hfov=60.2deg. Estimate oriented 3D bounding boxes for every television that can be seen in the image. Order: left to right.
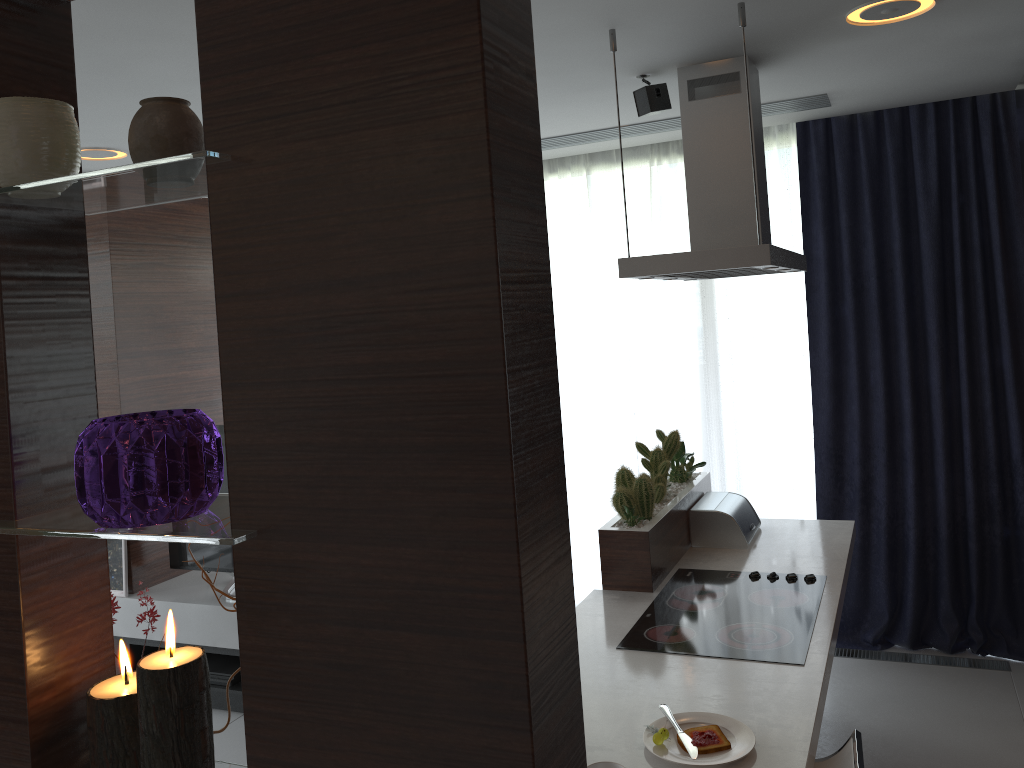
[{"bbox_3d":[-1.137,0.578,4.139,1.227,0.786,0.298,-3,1,24],"label":"television"}]

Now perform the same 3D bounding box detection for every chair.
[{"bbox_3d":[0.517,1.164,1.844,0.463,0.740,0.397,-4,1,19],"label":"chair"}]

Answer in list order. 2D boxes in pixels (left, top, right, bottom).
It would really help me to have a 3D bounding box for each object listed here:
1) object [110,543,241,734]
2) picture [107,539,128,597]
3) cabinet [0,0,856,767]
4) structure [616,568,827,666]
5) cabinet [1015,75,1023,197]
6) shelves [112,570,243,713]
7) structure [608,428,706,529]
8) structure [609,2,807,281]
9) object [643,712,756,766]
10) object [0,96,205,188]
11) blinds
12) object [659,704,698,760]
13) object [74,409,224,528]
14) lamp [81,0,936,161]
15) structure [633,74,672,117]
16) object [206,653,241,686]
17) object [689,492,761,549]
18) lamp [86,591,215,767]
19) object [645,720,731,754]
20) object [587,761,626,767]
[{"bbox_3d":[-0.438,0.528,1.174,0.387,0.734,0.198,-4,0,5],"label":"object"},{"bbox_3d":[-2.084,0.674,4.338,0.499,0.700,0.053,-4,0,24],"label":"picture"},{"bbox_3d":[0.353,0.234,2.301,0.784,2.549,3.349,-4,2,24],"label":"cabinet"},{"bbox_3d":[0.675,0.703,2.719,0.503,0.057,0.767,-2,5,24],"label":"structure"},{"bbox_3d":[1.914,0.128,2.180,0.704,2.551,3.493,-4,2,24],"label":"cabinet"},{"bbox_3d":[-1.428,1.216,4.505,2.344,0.499,0.877,-2,4,24],"label":"shelves"},{"bbox_3d":[0.567,0.321,3.447,0.222,0.286,1.005,-4,4,27],"label":"structure"},{"bbox_3d":[0.707,-0.754,3.051,0.445,0.759,1.048,-4,3,24],"label":"structure"},{"bbox_3d":[0.403,0.770,1.903,0.238,0.019,0.239,-4,4,-4],"label":"object"},{"bbox_3d":[-0.411,-0.237,0.866,0.218,0.086,0.088,-4,2,7],"label":"object"},{"bbox_3d":[-1.779,0.290,2.159,5.785,2.770,7.169,-2,4,28],"label":"blinds"},{"bbox_3d":[0.368,0.759,1.941,0.026,0.008,0.249,-5,4,-7],"label":"object"},{"bbox_3d":[-0.350,0.079,0.855,0.133,0.097,0.134,-5,3,-26],"label":"object"},{"bbox_3d":[0.937,-0.958,1.102,9.573,0.084,5.365,-3,5,10],"label":"lamp"},{"bbox_3d":[0.513,-1.059,3.248,0.114,0.142,0.084,-5,1,-26],"label":"structure"},{"bbox_3d":[-1.345,1.327,4.167,0.313,0.067,0.315,-2,5,24],"label":"object"},{"bbox_3d":[0.862,0.542,3.555,0.221,0.145,0.345,-3,4,24],"label":"object"},{"bbox_3d":[-0.364,0.314,0.885,0.153,0.210,0.077,-3,0,36],"label":"lamp"},{"bbox_3d":[1.209,0.591,2.086,1.880,0.222,0.140,-5,1,-11],"label":"object"},{"bbox_3d":[0.177,0.771,1.653,0.182,0.086,0.182,-4,3,0],"label":"object"}]
